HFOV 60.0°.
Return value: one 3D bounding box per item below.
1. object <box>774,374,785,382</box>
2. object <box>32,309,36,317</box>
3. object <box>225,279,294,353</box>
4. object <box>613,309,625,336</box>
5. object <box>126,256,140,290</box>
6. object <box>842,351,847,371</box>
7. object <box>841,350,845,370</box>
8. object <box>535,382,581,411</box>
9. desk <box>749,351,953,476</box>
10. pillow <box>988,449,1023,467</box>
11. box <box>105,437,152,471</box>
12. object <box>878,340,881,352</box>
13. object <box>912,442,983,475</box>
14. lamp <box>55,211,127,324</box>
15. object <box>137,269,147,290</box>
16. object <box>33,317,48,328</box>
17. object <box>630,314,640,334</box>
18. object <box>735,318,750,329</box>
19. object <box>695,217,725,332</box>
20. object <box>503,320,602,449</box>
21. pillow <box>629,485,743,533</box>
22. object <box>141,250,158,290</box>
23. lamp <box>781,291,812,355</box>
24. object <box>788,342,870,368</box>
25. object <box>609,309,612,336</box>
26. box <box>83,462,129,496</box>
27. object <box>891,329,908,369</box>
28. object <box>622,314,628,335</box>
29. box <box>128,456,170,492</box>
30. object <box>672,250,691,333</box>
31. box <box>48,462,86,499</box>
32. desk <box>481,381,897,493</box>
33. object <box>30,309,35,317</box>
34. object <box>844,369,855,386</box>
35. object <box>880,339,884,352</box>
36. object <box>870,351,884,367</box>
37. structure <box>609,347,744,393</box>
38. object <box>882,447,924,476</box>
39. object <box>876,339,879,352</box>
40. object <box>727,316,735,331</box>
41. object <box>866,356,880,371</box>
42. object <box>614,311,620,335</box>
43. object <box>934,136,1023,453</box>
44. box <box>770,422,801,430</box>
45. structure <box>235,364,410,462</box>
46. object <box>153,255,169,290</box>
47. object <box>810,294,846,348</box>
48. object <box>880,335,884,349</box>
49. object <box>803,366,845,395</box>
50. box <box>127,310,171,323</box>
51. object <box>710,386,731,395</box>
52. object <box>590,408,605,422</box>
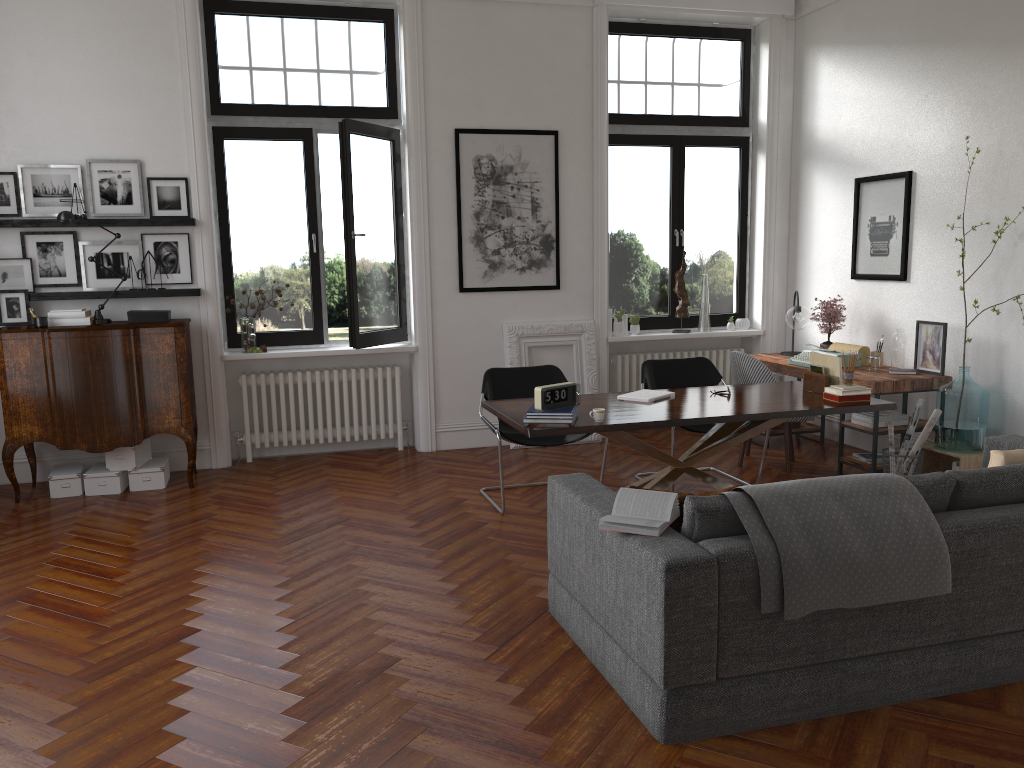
[{"bbox_3d":[2.239,-0.021,7.568,0.173,0.110,0.173,2,9,21],"label":"object"},{"bbox_3d":[-3.275,-0.456,6.104,0.045,0.139,0.010,-4,10,-18],"label":"object"},{"bbox_3d":[-2.005,-0.562,7.169,0.317,0.601,0.541,8,13,44],"label":"object"},{"bbox_3d":[0.956,-0.549,7.913,0.102,0.245,0.098,-8,12,-37],"label":"object"},{"bbox_3d":[-2.846,-0.829,6.637,0.124,0.261,0.040,-4,10,-15],"label":"object"},{"bbox_3d":[1.987,-0.102,5.285,0.049,0.194,0.008,-3,10,-11],"label":"object"},{"bbox_3d":[1.993,-0.106,5.311,0.049,0.194,0.008,8,13,43],"label":"object"},{"bbox_3d":[0.251,0.068,4.830,0.275,0.126,0.081,-9,12,-41],"label":"object"},{"bbox_3d":[2.512,0.223,6.988,0.647,0.760,1.793,-4,9,-16],"label":"desk"},{"bbox_3d":[2.223,0.457,3.835,0.486,0.462,0.224,-4,10,-16],"label":"pillow"},{"bbox_3d":[-2.833,0.511,6.555,0.209,0.177,0.393,-2,9,-6],"label":"box"},{"bbox_3d":[2.792,-0.239,6.754,0.054,0.208,0.008,-6,11,-28],"label":"object"},{"bbox_3d":[3.008,0.589,5.999,0.341,0.317,0.433,-4,9,-16],"label":"object"},{"bbox_3d":[-3.011,-0.834,6.393,0.174,0.805,0.490,6,12,38],"label":"lamp"},{"bbox_3d":[-2.771,-0.780,6.638,0.066,0.161,0.040,-4,10,-15],"label":"object"},{"bbox_3d":[-3.242,-0.422,6.103,0.091,0.078,0.091,-9,12,-42],"label":"object"},{"bbox_3d":[1.123,-0.547,8.078,0.097,0.186,0.099,0,9,7],"label":"object"},{"bbox_3d":[2.183,-0.569,8.394,0.132,0.098,0.134,7,12,44],"label":"object"},{"bbox_3d":[1.821,-1.001,8.114,0.295,1.057,0.288,-3,10,-13],"label":"object"},{"bbox_3d":[0.357,0.001,7.667,0.829,1.066,0.233,-4,10,-15],"label":"object"},{"bbox_3d":[0.708,0.561,3.515,0.469,0.398,0.329,2,10,21],"label":"pillow"},{"bbox_3d":[-2.725,-0.856,6.676,0.118,0.300,0.040,-4,10,-15],"label":"object"},{"bbox_3d":[2.399,-0.512,7.495,0.207,0.552,0.440,0,9,8],"label":"lamp"},{"bbox_3d":[2.442,-0.232,6.932,0.484,0.149,0.533,-4,9,-17],"label":"object"},{"bbox_3d":[0.878,-0.558,8.000,0.051,0.239,0.051,2,10,19],"label":"object"},{"bbox_3d":[-2.961,0.696,6.517,0.244,0.177,0.393,-3,9,-11],"label":"box"},{"bbox_3d":[2.846,-0.252,6.513,0.111,0.303,0.111,2,10,21],"label":"object"},{"bbox_3d":[1.017,-0.535,7.999,0.051,0.189,0.051,2,10,19],"label":"object"},{"bbox_3d":[-2.703,0.676,6.619,0.244,0.177,0.393,-4,9,-16],"label":"box"},{"bbox_3d":[1.549,-0.840,8.089,0.165,0.756,0.142,4,10,26],"label":"object"},{"bbox_3d":[-3.236,0.708,6.471,0.209,0.177,0.393,-4,9,-21],"label":"box"},{"bbox_3d":[1.023,0.479,5.361,2.225,0.754,1.026,-3,9,-16],"label":"desk"},{"bbox_3d":[-3.275,-0.459,6.079,0.050,0.119,0.010,-3,10,-13],"label":"object"},{"bbox_3d":[2.016,-0.038,5.303,0.058,0.091,0.058,-6,10,-28],"label":"object"},{"bbox_3d":[2.795,-0.236,6.730,0.008,0.208,0.054,-7,11,-32],"label":"object"},{"bbox_3d":[2.774,-0.188,6.745,0.058,0.114,0.075,-4,9,-16],"label":"object"},{"bbox_3d":[1.555,0.073,8.370,1.453,0.781,0.224,-3,10,-15],"label":"structure"},{"bbox_3d":[2.636,0.605,5.995,0.260,0.306,0.260,6,11,38],"label":"object"},{"bbox_3d":[2.779,-0.239,6.755,0.008,0.208,0.054,7,12,39],"label":"object"},{"bbox_3d":[2.040,-0.566,8.265,0.072,0.135,0.072,0,9,9],"label":"object"},{"bbox_3d":[2.677,-0.155,6.571,0.093,0.102,0.093,-5,10,-24],"label":"object"},{"bbox_3d":[0.947,-0.547,8.001,0.051,0.214,0.051,2,10,19],"label":"object"},{"bbox_3d":[3.103,-0.564,5.661,0.353,2.065,0.806,-8,11,-34],"label":"object"},{"bbox_3d":[2.263,0.324,7.634,0.317,0.083,0.295,-3,9,-16],"label":"box"},{"bbox_3d":[-1.592,0.260,7.496,1.453,0.781,0.224,-3,10,-15],"label":"structure"},{"bbox_3d":[-2.665,-0.846,6.724,0.110,0.263,0.040,-4,10,-15],"label":"object"},{"bbox_3d":[2.601,-0.477,7.292,0.289,0.530,0.307,4,10,29],"label":"object"},{"bbox_3d":[2.802,-0.254,6.739,0.028,0.240,0.023,-4,10,-18],"label":"object"},{"bbox_3d":[1.959,-0.034,5.563,0.149,0.167,0.228,-4,9,-16],"label":"object"},{"bbox_3d":[-2.678,-0.502,6.555,0.282,0.087,0.208,-3,9,-16],"label":"box"},{"bbox_3d":[1.329,0.040,5.567,0.132,0.047,0.114,5,11,37],"label":"object"},{"bbox_3d":[0.456,0.167,4.736,0.082,0.065,0.064,0,9,5],"label":"object"}]
